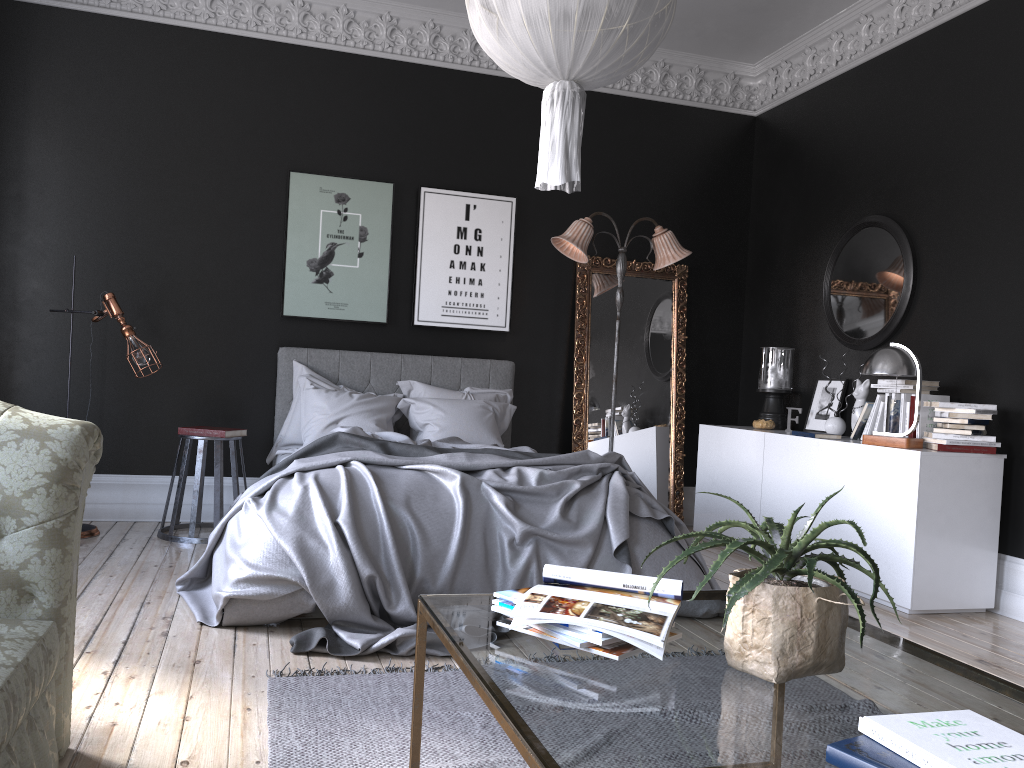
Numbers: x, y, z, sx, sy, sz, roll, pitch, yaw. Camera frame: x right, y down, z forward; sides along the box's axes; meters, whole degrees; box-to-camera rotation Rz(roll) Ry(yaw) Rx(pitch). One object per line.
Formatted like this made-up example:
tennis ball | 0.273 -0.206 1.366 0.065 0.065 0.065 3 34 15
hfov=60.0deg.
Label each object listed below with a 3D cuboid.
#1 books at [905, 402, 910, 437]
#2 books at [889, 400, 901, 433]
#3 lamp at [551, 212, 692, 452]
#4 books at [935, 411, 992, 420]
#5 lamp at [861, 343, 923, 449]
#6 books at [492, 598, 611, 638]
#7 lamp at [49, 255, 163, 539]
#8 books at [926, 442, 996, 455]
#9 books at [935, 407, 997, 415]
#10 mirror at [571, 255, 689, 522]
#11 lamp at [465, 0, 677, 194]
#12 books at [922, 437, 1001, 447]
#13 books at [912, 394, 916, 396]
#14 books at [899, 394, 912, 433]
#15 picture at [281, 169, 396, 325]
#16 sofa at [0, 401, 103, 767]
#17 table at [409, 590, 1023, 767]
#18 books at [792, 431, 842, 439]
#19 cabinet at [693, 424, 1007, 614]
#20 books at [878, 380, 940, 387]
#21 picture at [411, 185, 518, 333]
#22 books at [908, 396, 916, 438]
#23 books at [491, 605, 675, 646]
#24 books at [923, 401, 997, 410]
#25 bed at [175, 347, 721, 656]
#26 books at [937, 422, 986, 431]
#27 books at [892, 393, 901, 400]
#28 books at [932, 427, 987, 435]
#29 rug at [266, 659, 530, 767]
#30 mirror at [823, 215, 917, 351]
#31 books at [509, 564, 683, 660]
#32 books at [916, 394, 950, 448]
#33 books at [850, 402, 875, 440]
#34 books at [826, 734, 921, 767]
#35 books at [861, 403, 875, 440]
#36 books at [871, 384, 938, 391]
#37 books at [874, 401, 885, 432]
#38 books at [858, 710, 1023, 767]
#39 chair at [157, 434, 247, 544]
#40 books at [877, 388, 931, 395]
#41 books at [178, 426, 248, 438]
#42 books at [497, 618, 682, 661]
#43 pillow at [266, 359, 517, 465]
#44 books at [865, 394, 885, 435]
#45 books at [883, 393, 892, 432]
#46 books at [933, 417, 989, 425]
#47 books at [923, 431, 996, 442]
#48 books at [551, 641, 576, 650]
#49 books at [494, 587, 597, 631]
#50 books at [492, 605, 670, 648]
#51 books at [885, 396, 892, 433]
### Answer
books | 2.416 0.240 5.254 0.195 0.259 0.026 3 1 -17
books | 2.354 0.233 5.320 0.204 0.270 0.029 3 1 -17
lamp | 0.768 -0.052 6.607 0.986 2.412 0.772 3 1 16
books | 2.508 0.175 4.934 0.220 0.030 0.306 3 0 13
lamp | 2.168 0.060 5.066 0.328 0.591 0.340 2 1 -36
books | 0.157 0.504 1.983 0.252 0.011 0.318 3 0 -45
lamp | -3.048 0.060 5.745 1.717 1.779 0.437 3 1 22
books | 2.478 0.353 4.904 0.294 0.038 0.234 3 0 11
books | 2.529 0.149 4.942 0.307 0.024 0.220 3 0 -41
mirror | 0.969 0.074 7.226 0.991 2.193 0.254 3 1 -17
lamp | 0.232 -1.741 3.279 0.782 2.049 0.784 4 1 27
books | 2.486 0.322 4.912 0.319 0.025 0.228 3 0 -7
books | 2.450 0.218 5.233 0.221 0.307 0.030 3 1 -17
books | 2.408 0.216 5.280 0.220 0.307 0.024 3 1 -17
picture | -1.289 -1.009 6.604 0.792 1.079 0.014 3 1 -17
sofa | -1.648 0.479 1.251 1.606 1.161 2.811 3 0 -16
table | 0.469 0.864 1.766 1.093 0.558 1.448 3 0 -16
books | 1.961 0.328 5.708 0.193 0.030 0.289 3 0 -11
cabinet | 2.060 0.790 5.905 0.570 0.882 2.395 3 0 -16
books | 2.412 -0.006 5.400 0.220 0.030 0.306 3 0 -7
picture | -0.360 -0.959 6.880 0.792 1.079 0.014 3 1 -17
books | 2.436 0.223 5.192 0.235 0.295 0.038 3 1 -17
books | 0.155 0.515 1.965 0.252 0.011 0.318 3 0 -45
books | 2.490 0.121 4.937 0.306 0.030 0.220 3 0 3
bed | -0.541 0.440 5.258 2.766 1.299 3.281 3 0 -28
books | 2.504 0.235 4.953 0.193 0.030 0.289 3 0 15
books | 2.385 0.214 5.355 0.220 0.307 0.024 3 1 -17
books | 2.498 0.264 4.945 0.203 0.029 0.268 3 0 44
rug | 0.586 1.137 1.860 2.106 0.050 3.643 3 0 -16
mirror | 2.429 -0.692 6.100 0.061 0.925 0.923 3 1 -16
books | 0.188 0.482 1.917 0.322 0.109 0.273 3 0 18
books | 2.446 0.218 5.150 0.220 0.308 0.050 3 1 -17
books | 2.280 0.238 5.608 0.203 0.246 0.158 3 1 -16
books | 0.642 0.580 1.300 0.193 0.030 0.289 3 0 -32
books | 2.320 0.241 5.576 0.195 0.245 0.132 3 1 -16
books | 2.384 0.020 5.391 0.220 0.024 0.307 3 0 -26
books | 2.344 0.237 5.499 0.195 0.256 0.091 3 1 -17
books | 0.708 0.556 1.314 0.220 0.024 0.307 3 0 -16
chair | -2.020 0.675 5.910 0.613 0.673 0.613 3 1 28
books | 2.382 0.045 5.399 0.195 0.026 0.258 3 0 -6
books | -1.990 0.318 5.905 0.346 0.045 0.275 3 0 13
books | 0.169 0.537 1.941 0.318 0.011 0.252 3 0 40
pillow | -0.790 0.240 6.336 1.830 0.760 0.680 3 1 -17
books | 2.334 0.216 5.529 0.220 0.296 0.126 3 1 -17
books | 2.387 0.214 5.448 0.221 0.307 0.030 3 1 -17
books | 2.500 0.205 4.938 0.289 0.030 0.193 3 0 -42
books | 2.488 0.293 4.940 0.318 0.031 0.229 3 0 13
books | 0.144 0.553 2.003 0.162 0.023 0.231 3 0 -16
books | 0.157 0.494 1.992 0.252 0.011 0.318 3 0 -40
books | 0.148 0.525 1.979 0.252 0.011 0.318 3 0 -35
books | 2.355 0.221 5.375 0.193 0.289 0.030 3 1 -17
